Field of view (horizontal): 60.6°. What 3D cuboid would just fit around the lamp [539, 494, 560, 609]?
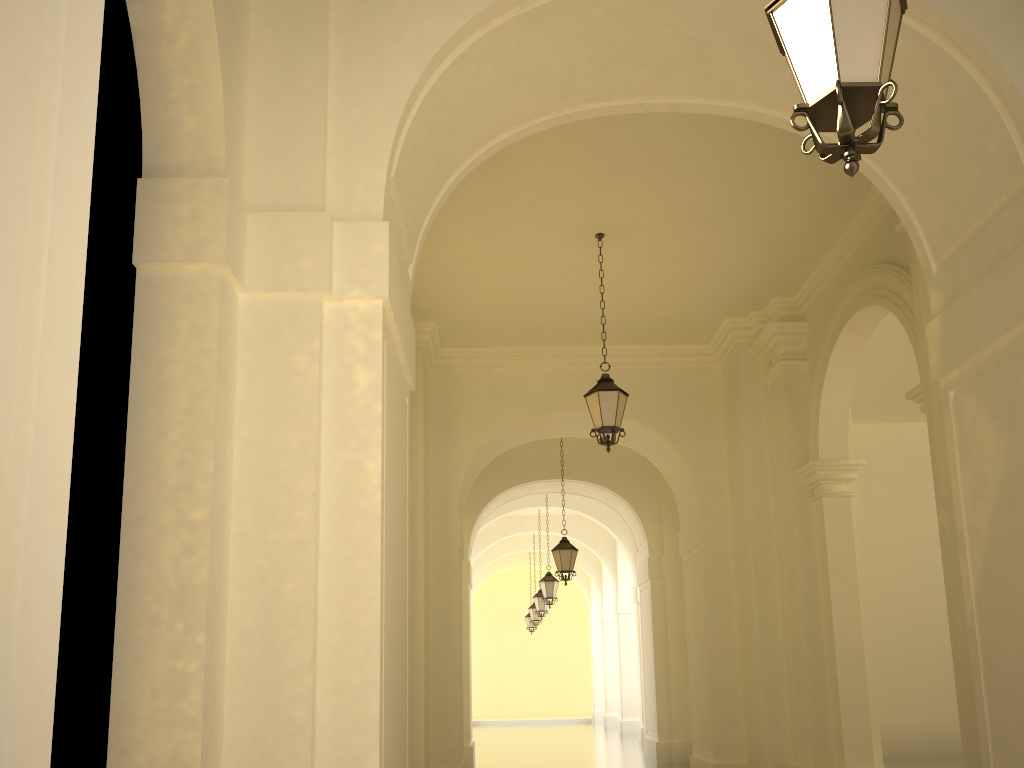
[{"bbox_3d":[0.860,3.738,20.978,0.510,3.214,0.455,-1,-11,-1],"label":"lamp"}]

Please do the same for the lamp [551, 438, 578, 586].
[{"bbox_3d":[0.934,2.049,16.008,0.445,3.214,0.522,5,-12,-30],"label":"lamp"}]

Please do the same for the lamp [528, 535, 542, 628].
[{"bbox_3d":[0.747,6.322,28.578,0.510,3.214,0.455,-1,-11,-1],"label":"lamp"}]

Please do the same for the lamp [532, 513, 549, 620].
[{"bbox_3d":[0.803,5.042,24.813,0.510,3.214,0.455,-1,-11,-1],"label":"lamp"}]

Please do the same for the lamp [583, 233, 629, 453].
[{"bbox_3d":[1.022,-0.476,9.725,0.446,2.492,0.521,-7,-12,28],"label":"lamp"}]

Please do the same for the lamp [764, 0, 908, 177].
[{"bbox_3d":[1.124,-2.282,3.270,0.445,3.214,0.522,5,-12,-30],"label":"lamp"}]

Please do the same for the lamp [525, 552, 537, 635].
[{"bbox_3d":[0.691,7.595,32.321,0.510,3.214,0.455,-1,-11,-1],"label":"lamp"}]
